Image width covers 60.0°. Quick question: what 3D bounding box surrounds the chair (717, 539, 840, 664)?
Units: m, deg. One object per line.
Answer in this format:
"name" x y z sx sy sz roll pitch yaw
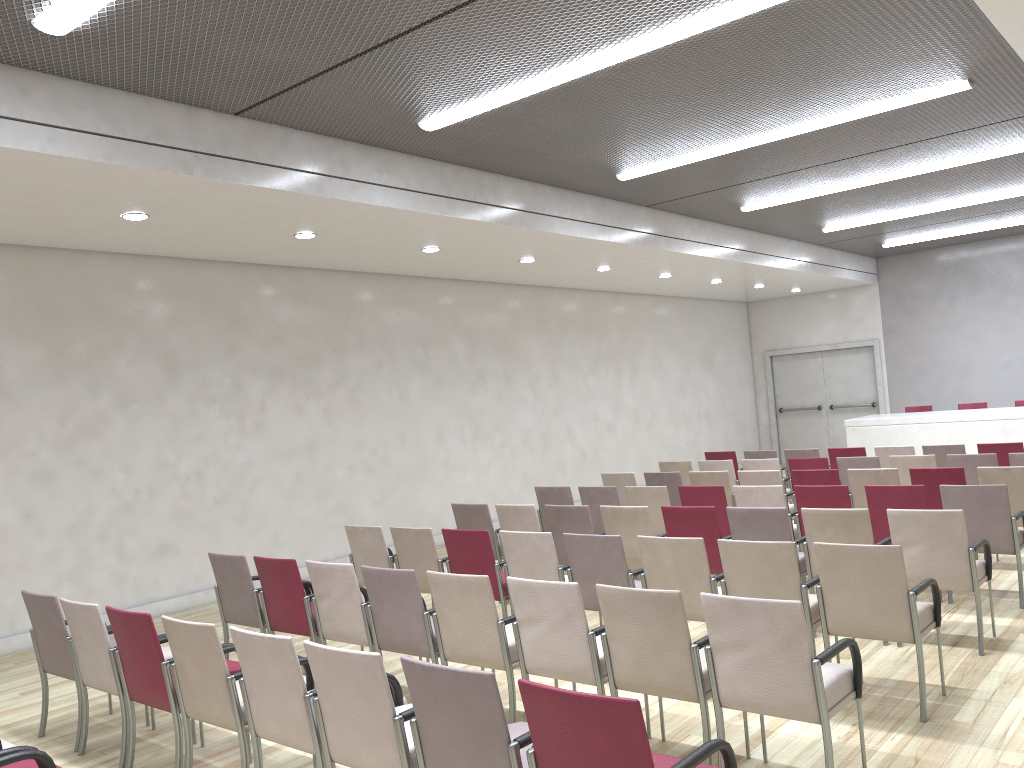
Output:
"chair" 1.558 1.296 5.114 0.513 0.890 0.640 -6 -2 39

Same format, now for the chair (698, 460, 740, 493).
"chair" 2.610 1.329 10.650 0.513 0.890 0.640 -6 -2 40

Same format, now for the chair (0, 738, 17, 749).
"chair" -2.465 1.600 3.696 0.513 0.890 0.640 -6 -2 40

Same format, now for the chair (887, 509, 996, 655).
"chair" 2.771 1.209 5.710 0.513 0.890 0.640 -6 -2 39

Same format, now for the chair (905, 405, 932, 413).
"chair" 6.962 0.840 15.271 0.513 0.890 0.640 -6 -2 39

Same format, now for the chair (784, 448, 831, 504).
"chair" 3.822 1.241 11.255 0.513 0.890 0.640 -6 -2 41

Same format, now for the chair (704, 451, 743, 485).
"chair" 2.971 1.327 11.953 0.513 0.890 0.640 -6 -2 40

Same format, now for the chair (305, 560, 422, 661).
"chair" -0.890 1.510 5.583 0.513 0.890 0.640 -6 -2 40

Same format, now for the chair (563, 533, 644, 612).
"chair" 0.724 1.381 5.819 0.513 0.890 0.640 -6 -2 41

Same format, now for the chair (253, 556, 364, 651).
"chair" -1.317 1.553 5.936 0.513 0.890 0.640 -6 -2 39

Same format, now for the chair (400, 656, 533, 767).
"chair" -0.004 1.385 3.235 0.513 0.890 0.640 -6 -2 41

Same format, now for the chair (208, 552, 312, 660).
"chair" -1.736 1.595 6.287 0.513 0.890 0.640 -6 -2 40

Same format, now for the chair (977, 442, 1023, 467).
"chair" 5.504 1.071 9.828 0.513 0.890 0.640 -6 -2 39

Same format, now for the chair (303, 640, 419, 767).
"chair" -0.432 1.428 3.579 0.513 0.890 0.640 -6 -2 40

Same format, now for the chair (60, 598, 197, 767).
"chair" -2.109 1.598 4.980 0.513 0.890 0.640 -6 -2 40

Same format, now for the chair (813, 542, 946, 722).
"chair" 1.989 1.253 4.773 0.513 0.890 0.640 -6 -2 40

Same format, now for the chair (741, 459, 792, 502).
"chair" 3.035 1.286 10.309 0.513 0.890 0.640 -6 -2 39

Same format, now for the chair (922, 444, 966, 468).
"chair" 5.072 1.114 10.188 0.513 0.890 0.640 -6 -2 41

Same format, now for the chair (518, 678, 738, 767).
"chair" 0.412 1.343 2.863 0.513 0.890 0.640 -6 -2 40

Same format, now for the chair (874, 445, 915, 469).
"chair" 4.669 1.155 10.539 0.513 0.890 0.640 -6 -2 40

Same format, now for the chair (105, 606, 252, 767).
"chair" -1.696 1.556 4.630 0.513 0.890 0.640 -6 -2 40

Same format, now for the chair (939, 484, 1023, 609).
"chair" 3.561 1.163 6.652 0.513 0.890 0.640 -6 -2 39

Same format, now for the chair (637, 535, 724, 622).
"chair" 1.152 1.338 5.474 0.513 0.890 0.640 -6 -2 39

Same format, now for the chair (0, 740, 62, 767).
"chair" -2.051 1.557 3.338 0.513 0.890 0.640 -6 -2 41

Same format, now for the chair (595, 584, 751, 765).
"chair" 0.780 1.341 4.178 0.513 0.890 0.640 -6 -2 40

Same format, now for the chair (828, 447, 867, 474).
"chair" 4.242 1.199 10.892 0.513 0.890 0.640 -6 -2 39

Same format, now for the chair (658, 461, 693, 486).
"chair" 2.197 1.371 11.010 0.513 0.890 0.640 -6 -2 39

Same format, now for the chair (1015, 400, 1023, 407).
"chair" 8.274 0.707 14.171 0.513 0.890 0.640 -6 -2 39

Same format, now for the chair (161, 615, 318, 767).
"chair" -1.272 1.513 4.284 0.513 0.890 0.640 -6 -2 39

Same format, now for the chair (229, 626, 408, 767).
"chair" -0.838 1.470 3.934 0.513 0.890 0.640 -6 -2 40

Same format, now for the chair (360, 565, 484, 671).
"chair" -0.487 1.468 5.223 0.513 0.890 0.640 -6 -2 40

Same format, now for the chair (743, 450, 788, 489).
"chair" 3.400 1.284 11.594 0.513 0.890 0.640 -6 -2 40

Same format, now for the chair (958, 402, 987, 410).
"chair" 7.618 0.773 14.721 0.513 0.890 0.640 -6 -2 39

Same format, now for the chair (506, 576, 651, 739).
"chair" 0.367 1.382 4.523 0.513 0.890 0.640 -6 -2 41

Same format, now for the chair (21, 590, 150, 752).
"chair" -2.524 1.640 5.347 0.513 0.890 0.640 -6 -2 39

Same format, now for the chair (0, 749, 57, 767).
"chair" -1.634 1.515 2.983 0.513 0.890 0.640 -6 -2 40

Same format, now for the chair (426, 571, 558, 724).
"chair" -0.072 1.427 4.879 0.513 0.890 0.640 -6 -2 40

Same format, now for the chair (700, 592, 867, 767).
"chair" 1.191 1.299 3.828 0.513 0.890 0.640 -6 -2 41
